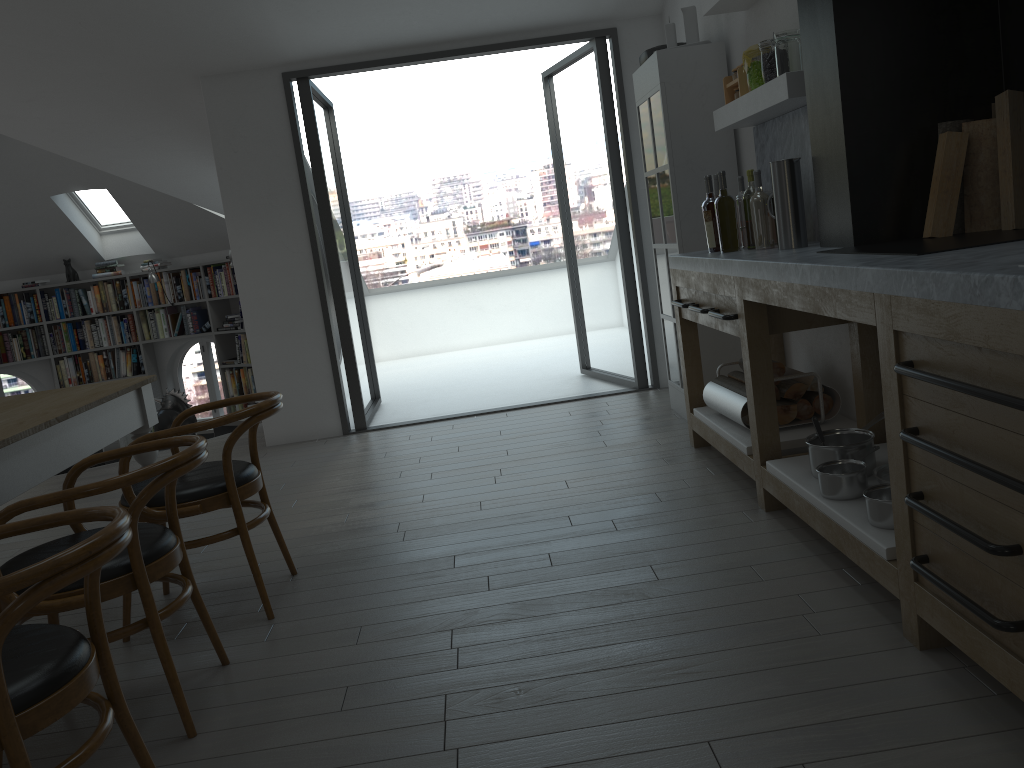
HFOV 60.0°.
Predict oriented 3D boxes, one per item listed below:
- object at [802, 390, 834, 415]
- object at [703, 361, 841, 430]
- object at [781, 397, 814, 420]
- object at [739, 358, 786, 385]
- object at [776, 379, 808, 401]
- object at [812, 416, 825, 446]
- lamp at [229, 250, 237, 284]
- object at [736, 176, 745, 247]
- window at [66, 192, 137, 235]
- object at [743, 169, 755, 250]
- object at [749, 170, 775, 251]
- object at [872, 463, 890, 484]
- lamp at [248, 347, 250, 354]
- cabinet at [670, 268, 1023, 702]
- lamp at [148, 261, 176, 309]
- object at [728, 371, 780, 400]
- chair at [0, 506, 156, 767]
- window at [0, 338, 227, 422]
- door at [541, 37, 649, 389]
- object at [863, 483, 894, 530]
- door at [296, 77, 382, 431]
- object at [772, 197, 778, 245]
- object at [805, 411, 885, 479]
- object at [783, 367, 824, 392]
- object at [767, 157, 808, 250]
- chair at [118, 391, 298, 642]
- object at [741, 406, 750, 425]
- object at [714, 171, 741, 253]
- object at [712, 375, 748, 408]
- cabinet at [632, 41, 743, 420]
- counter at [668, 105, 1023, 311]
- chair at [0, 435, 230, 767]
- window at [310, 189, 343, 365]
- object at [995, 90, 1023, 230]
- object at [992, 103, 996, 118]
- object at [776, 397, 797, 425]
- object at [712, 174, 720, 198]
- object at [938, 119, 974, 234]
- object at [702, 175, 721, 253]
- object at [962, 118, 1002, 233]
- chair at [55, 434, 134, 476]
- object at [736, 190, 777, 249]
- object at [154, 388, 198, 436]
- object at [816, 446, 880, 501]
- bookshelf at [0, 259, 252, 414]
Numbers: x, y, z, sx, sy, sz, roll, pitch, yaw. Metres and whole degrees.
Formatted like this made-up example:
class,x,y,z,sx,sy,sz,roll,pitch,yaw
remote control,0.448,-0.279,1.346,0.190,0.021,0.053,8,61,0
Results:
class,x,y,z,sx,sy,sz,roll,pitch,yaw
object,1.282,0.053,3.926,0.091,0.092,0.438,-9,9,-4
object,1.120,0.041,3.885,0.429,0.230,0.529,-9,9,-4
object,1.197,0.073,3.926,0.091,0.089,0.457,-9,9,-4
object,1.113,-0.065,3.952,0.104,0.102,0.293,-9,9,-4
object,1.169,0.004,3.920,0.115,0.079,0.436,-9,9,-4
object,1.073,0.202,3.028,0.051,0.152,0.191,-8,9,-2
lamp,-2.624,-1.078,8.764,0.275,0.523,0.112,-10,8,-11
object,1.083,-0.803,4.136,0.085,0.329,0.085,-7,8,7
window,-4.421,-1.940,9.180,4.055,0.710,1.940,-8,9,-2
object,1.036,-0.744,3.787,0.092,0.338,0.092,-6,8,16
object,1.024,-0.714,3.645,0.085,0.329,0.085,-7,8,7
object,1.354,0.253,2.764,0.509,0.052,0.264,-12,10,-25
lamp,-2.184,-0.262,7.937,0.322,0.657,0.234,-6,8,14
cabinet,1.464,0.363,1.277,1.004,1.018,6.455,-8,9,-2
lamp,-3.904,-1.093,9.836,0.113,0.564,0.359,-7,8,5
object,1.066,0.006,3.923,0.101,0.086,0.364,-9,9,-4
chair,-0.999,0.667,1.723,0.621,0.732,0.529,-8,8,1
window,-4.666,0.146,10.298,3.235,1.146,0.618,-11,8,-16
door,0.584,-1.179,6.452,0.080,2.337,1.054,-10,8,-16
object,1.126,0.331,2.498,0.261,0.112,0.154,-9,9,-2
door,-1.220,-0.916,6.419,0.080,2.337,1.055,-8,8,-2
object,1.133,-0.741,3.705,0.085,0.329,0.085,-7,8,7
object,1.184,0.219,3.005,0.379,0.163,0.223,-10,9,-12
object,1.243,-0.029,3.903,0.071,0.072,0.424,-9,9,-4
object,1.070,-0.696,3.440,0.114,0.338,0.165,-8,8,1
chair,-1.072,0.439,3.162,0.621,0.732,0.529,-8,8,-2
object,0.962,0.120,3.895,0.067,0.067,0.424,-9,9,-4
object,0.926,-0.741,3.833,0.092,0.357,0.093,-1,10,42
object,0.994,0.036,3.894,0.092,0.093,0.438,-9,9,-4
cabinet,1.029,-0.802,4.972,0.361,1.982,0.644,-8,8,-2
counter,1.375,-0.430,1.096,0.961,0.617,6.602,-8,9,-2
chair,-1.095,0.562,2.442,0.621,0.732,0.529,-9,8,-5
window,-1.564,-0.834,7.108,0.104,1.464,1.476,-8,8,-2
object,1.524,-0.679,2.700,0.078,0.425,0.148,-3,9,33
object,1.618,-0.712,2.928,0.088,0.423,0.068,-6,8,12
object,1.116,0.089,3.902,0.093,0.083,0.481,-9,9,-4
object,0.987,-0.816,4.208,0.085,0.358,0.089,-5,8,20
object,1.447,-0.667,2.877,0.131,0.365,0.068,-6,8,12
object,0.913,-0.768,4.029,0.093,0.358,0.093,-3,9,32
object,1.496,-0.650,2.808,0.130,0.365,0.072,-6,8,17
chair,-3.934,0.725,8.255,0.823,0.717,0.744,-9,9,-7
object,1.099,-0.756,3.946,0.183,0.285,0.185,-5,9,22
object,-2.626,0.304,6.914,0.321,0.560,0.321,-13,9,-28
object,1.090,0.287,2.797,0.261,0.112,0.154,-10,9,-12
bookshelf,-4.173,-0.208,9.413,4.333,1.873,2.117,-8,9,-2
